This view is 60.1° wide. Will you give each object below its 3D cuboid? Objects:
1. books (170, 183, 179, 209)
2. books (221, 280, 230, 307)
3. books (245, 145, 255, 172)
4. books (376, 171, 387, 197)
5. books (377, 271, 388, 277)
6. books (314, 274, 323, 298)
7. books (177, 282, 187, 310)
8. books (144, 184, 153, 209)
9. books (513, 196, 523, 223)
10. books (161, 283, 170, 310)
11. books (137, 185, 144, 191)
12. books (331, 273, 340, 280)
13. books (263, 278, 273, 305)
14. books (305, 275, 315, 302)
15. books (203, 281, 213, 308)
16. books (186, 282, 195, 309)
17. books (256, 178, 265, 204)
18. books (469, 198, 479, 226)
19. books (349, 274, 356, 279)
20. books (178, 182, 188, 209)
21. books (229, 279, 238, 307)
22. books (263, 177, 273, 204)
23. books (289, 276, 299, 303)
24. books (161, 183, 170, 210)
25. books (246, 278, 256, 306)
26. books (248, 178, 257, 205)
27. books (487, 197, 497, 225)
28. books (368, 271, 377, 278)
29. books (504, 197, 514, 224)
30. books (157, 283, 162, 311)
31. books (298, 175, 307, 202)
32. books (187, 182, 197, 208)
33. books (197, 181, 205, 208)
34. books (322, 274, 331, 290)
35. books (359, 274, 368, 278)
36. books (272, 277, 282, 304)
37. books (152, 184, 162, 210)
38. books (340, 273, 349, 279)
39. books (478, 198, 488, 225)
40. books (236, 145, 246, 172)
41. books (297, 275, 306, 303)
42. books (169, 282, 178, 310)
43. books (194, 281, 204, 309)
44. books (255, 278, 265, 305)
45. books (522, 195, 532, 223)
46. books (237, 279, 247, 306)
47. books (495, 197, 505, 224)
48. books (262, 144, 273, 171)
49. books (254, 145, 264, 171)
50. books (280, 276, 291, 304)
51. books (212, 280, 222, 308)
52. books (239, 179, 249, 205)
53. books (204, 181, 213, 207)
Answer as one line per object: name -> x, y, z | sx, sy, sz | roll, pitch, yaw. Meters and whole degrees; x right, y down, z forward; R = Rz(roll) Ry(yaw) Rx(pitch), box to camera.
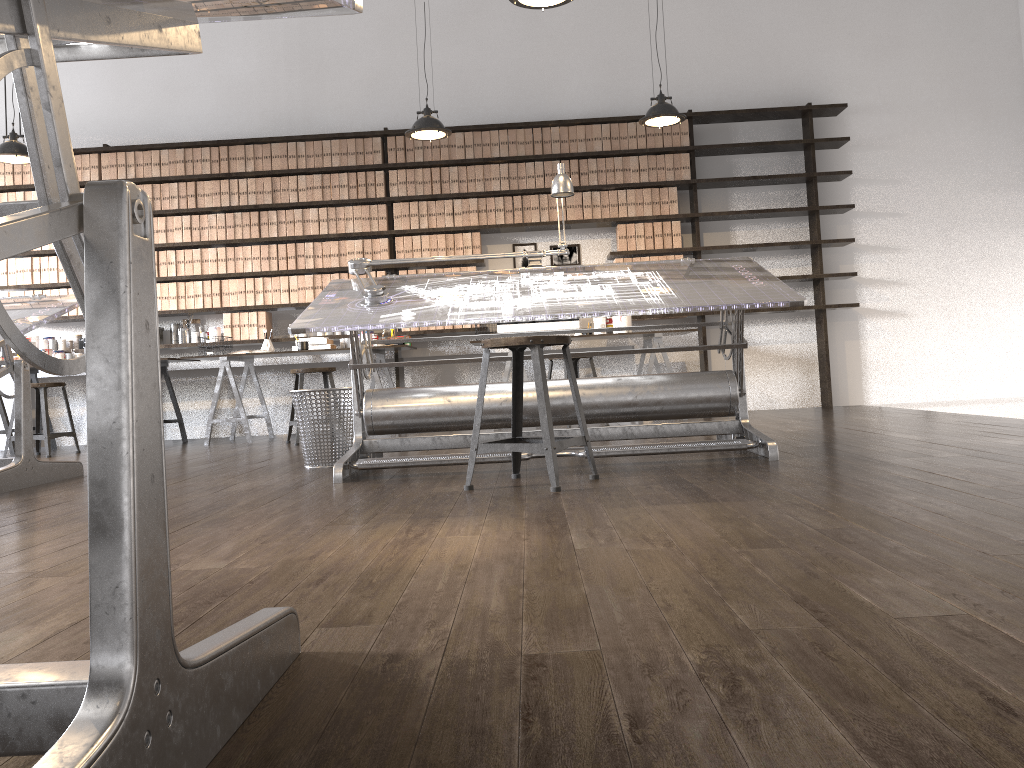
books -> -2.753, -1.528, 7.301 | 0.067, 0.226, 0.174 | -3, -1, 1
books -> -2.317, -0.734, 7.263 | 0.067, 0.226, 0.174 | -3, -1, 1
books -> -2.135, -1.840, 7.304 | 0.067, 0.226, 0.174 | -3, -1, 1
books -> -1.068, -1.619, 7.274 | 0.067, 0.226, 0.174 | -3, -1, 1
books -> -1.051, -0.802, 7.238 | 0.067, 0.226, 0.174 | -3, -1, 1
books -> -1.566, -0.774, 7.249 | 0.067, 0.226, 0.174 | -3, -1, 1
books -> -2.679, -0.714, 7.268 | 0.067, 0.226, 0.174 | -3, -1, 1
books -> -2.961, -1.517, 7.303 | 0.067, 0.226, 0.174 | -3, -1, 1
books -> 0.050, -1.409, 7.241 | 0.067, 0.226, 0.174 | -3, -1, 1
books -> -2.813, -0.707, 7.269 | 0.067, 0.226, 0.174 | -3, -1, 1
books -> -3.028, -1.514, 7.308 | 0.067, 0.226, 0.174 | -3, -1, 1
books -> -1.424, -0.782, 7.243 | 0.067, 0.226, 0.174 | -3, -1, 1
books -> -1.974, -0.752, 7.257 | 0.067, 0.226, 0.174 | -3, -1, 1
books -> -1.633, -0.770, 7.245 | 0.067, 0.226, 0.174 | -3, -1, 1
books -> -2.466, -0.726, 7.265 | 0.067, 0.226, 0.174 | -3, -1, 1
books -> -2.608, -0.718, 7.267 | 0.067, 0.226, 0.174 | -3, -1, 1
books -> -2.050, -1.566, 7.292 | 0.067, 0.226, 0.174 | -3, -1, 1
books -> -0.304, -1.390, 7.246 | 0.067, 0.226, 0.174 | -3, -1, 1
books -> -1.278, -0.789, 7.240 | 0.067, 0.226, 0.174 | -3, -1, 1
books -> -2.681, -1.532, 7.304 | 0.067, 0.226, 0.174 | -3, -1, 1
books -> -2.252, -0.737, 7.259 | 0.067, 0.226, 0.174 | -3, -1, 1
books -> -1.983, -1.570, 7.286 | 0.067, 0.226, 0.174 | -3, -1, 1
books -> -1.762, -0.763, 7.250 | 0.067, 0.226, 0.174 | -3, -1, 1
books -> -2.823, -1.525, 7.306 | 0.067, 0.226, 0.174 | -3, -1, 1
books -> -2.117, -0.744, 7.253 | 0.067, 0.226, 0.174 | -3, -1, 1
books -> -2.113, -1.563, 7.291 | 0.067, 0.226, 0.174 | -3, -1, 1
books -> -0.166, -1.398, 7.249 | 0.067, 0.226, 0.174 | -3, -1, 1
books -> -1.129, -0.797, 7.237 | 0.067, 0.226, 0.174 | -3, -1, 1
books -> -0.024, -1.405, 7.247 | 0.067, 0.226, 0.174 | -3, -1, 1
books -> -2.875, -0.704, 7.269 | 0.067, 0.226, 0.174 | -3, -1, 1
books -> -1.702, -1.585, 7.284 | 0.067, 0.226, 0.174 | -3, -1, 1
books -> -2.607, -1.536, 7.297 | 0.067, 0.226, 0.174 | -3, -1, 1
books -> -2.533, -1.540, 7.302 | 0.067, 0.226, 0.174 | -3, -1, 1
books -> -1.495, -0.778, 7.248 | 0.067, 0.226, 0.174 | -3, -1, 1
books -> -1.204, -0.793, 7.244 | 0.067, 0.226, 0.174 | -3, -1, 1
books -> -1.905, -0.756, 7.254 | 0.067, 0.226, 0.174 | -3, -1, 1
books -> -2.894, -1.521, 7.307 | 0.067, 0.226, 0.174 | -3, -1, 1
books -> -1.353, -0.785, 7.246 | 0.067, 0.226, 0.174 | -3, -1, 1
books -> -0.237, -1.394, 7.250 | 0.067, 0.226, 0.174 | -3, -1, 1
books -> -2.207, -1.836, 7.301 | 0.067, 0.226, 0.174 | -3, -1, 1
books -> -1.700, -0.767, 7.250 | 0.067, 0.226, 0.174 | -3, -1, 1
books -> -2.746, -0.711, 7.264 | 0.067, 0.226, 0.174 | -3, -1, 1
books -> -2.537, -0.722, 7.262 | 0.067, 0.226, 0.174 | -3, -1, 1
books -> -2.044, -0.748, 7.255 | 0.067, 0.226, 0.174 | -3, -1, 1
books -> 0.124, -1.413, 7.245 | 0.067, 0.226, 0.174 | -3, -1, 1
books -> -2.189, -0.740, 7.254 | 0.067, 0.226, 0.174 | -3, -1, 1
books -> -0.096, -1.401, 7.244 | 0.067, 0.226, 0.174 | -3, -1, 1
books -> -1.996, -1.847, 7.303 | 0.067, 0.226, 0.174 | -3, -1, 1
books -> -2.065, -1.843, 7.306 | 0.067, 0.226, 0.174 | -3, -1, 1
books -> -1.835, -0.760, 7.249 | 0.067, 0.226, 0.174 | -3, -1, 1
books -> -2.391, -0.730, 7.258 | 0.067, 0.226, 0.174 | -3, -1, 1
books -> -2.185, -1.559, 7.290 | 0.067, 0.226, 0.174 | -3, -1, 1
books -> -2.467, -1.544, 7.298 | 0.067, 0.226, 0.174 | -3, -1, 1
